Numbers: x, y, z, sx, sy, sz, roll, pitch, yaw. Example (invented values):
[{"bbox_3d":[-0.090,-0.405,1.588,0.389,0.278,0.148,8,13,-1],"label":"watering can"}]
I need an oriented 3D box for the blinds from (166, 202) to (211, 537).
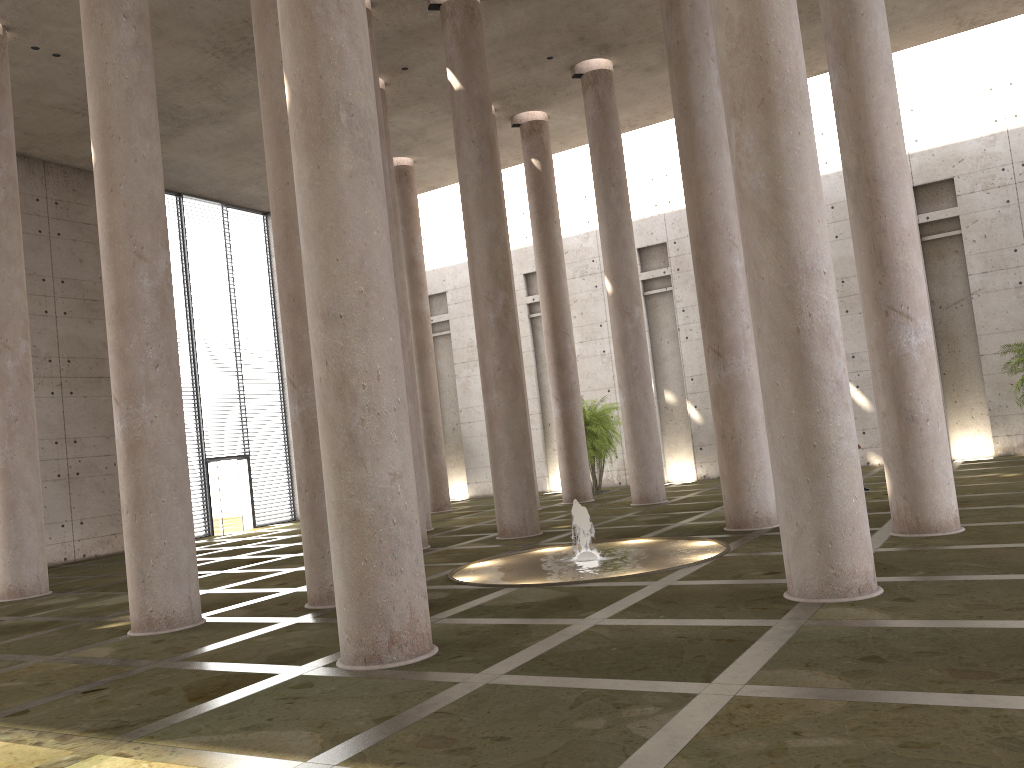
[{"bbox_3d":[-10.056,-0.511,26.119,0.202,10.110,1.676,-9,-4,30],"label":"blinds"}]

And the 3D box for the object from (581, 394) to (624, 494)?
[{"bbox_3d":[2.355,1.843,26.613,2.151,3.126,2.290,-7,-4,14],"label":"object"}]

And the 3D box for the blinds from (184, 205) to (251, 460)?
[{"bbox_3d":[-9.222,-1.610,27.695,0.202,7.905,1.676,-9,-4,30],"label":"blinds"}]

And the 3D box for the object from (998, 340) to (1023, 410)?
[{"bbox_3d":[12.823,0.163,20.452,2.483,3.247,2.333,-5,-4,-21],"label":"object"}]

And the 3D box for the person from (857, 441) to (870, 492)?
[{"bbox_3d":[6.533,1.259,17.554,0.898,1.851,0.001,-9,-4,30],"label":"person"}]

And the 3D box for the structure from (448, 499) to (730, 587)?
[{"bbox_3d":[1.035,2.238,12.447,3.913,1.279,3.916,-7,-4,3],"label":"structure"}]

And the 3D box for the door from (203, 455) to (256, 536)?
[{"bbox_3d":[-8.749,3.408,27.187,0.761,2.300,2.132,-7,-4,10],"label":"door"}]

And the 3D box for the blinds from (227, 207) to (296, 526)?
[{"bbox_3d":[-8.254,-0.630,29.188,0.202,10.355,1.676,-9,-4,30],"label":"blinds"}]
